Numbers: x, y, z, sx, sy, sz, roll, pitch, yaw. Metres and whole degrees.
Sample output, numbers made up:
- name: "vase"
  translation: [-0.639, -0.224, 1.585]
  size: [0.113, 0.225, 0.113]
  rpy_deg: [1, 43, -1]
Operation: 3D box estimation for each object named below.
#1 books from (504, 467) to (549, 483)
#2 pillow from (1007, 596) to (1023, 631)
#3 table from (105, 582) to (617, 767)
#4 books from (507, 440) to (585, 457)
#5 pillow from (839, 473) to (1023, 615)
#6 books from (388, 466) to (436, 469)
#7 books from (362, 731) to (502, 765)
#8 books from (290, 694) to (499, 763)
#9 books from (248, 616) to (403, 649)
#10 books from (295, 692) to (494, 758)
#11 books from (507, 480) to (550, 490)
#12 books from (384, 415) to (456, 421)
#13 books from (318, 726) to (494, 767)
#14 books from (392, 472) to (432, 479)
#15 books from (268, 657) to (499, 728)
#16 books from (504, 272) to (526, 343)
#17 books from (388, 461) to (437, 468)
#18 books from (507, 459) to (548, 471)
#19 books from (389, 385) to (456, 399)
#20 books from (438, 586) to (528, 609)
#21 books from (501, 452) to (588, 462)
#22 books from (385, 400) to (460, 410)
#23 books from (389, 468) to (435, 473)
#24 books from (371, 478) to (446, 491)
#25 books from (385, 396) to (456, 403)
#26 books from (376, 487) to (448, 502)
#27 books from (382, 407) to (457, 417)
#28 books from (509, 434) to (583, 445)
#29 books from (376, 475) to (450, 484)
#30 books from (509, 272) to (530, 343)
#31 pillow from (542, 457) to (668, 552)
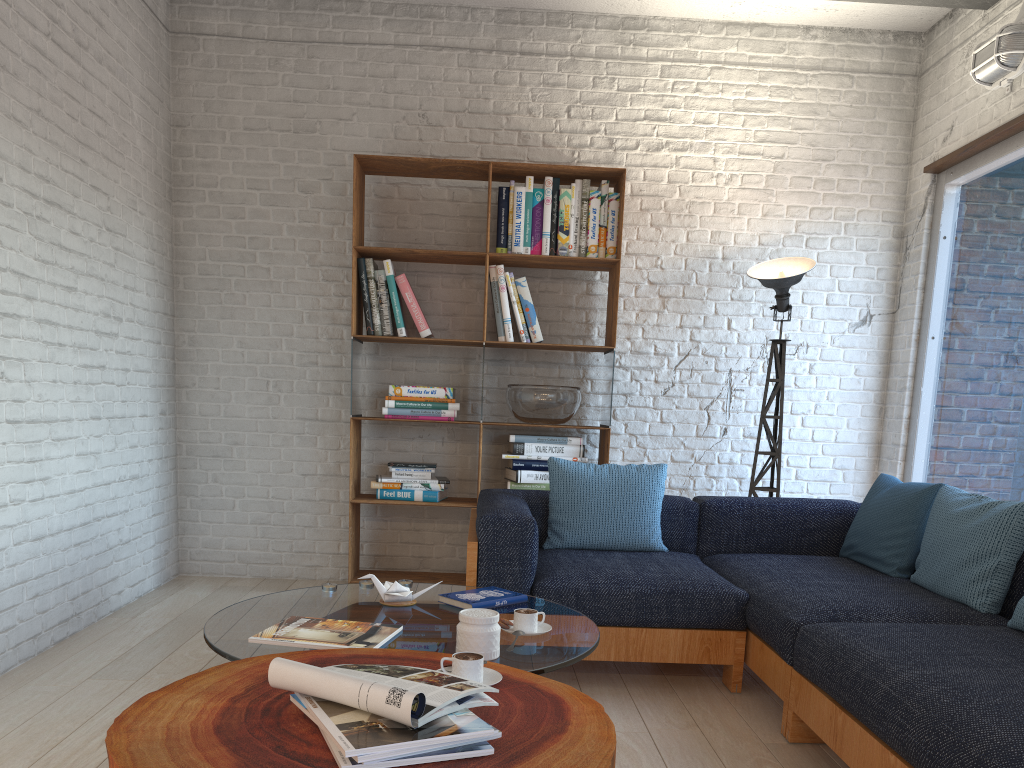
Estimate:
- name: "books"
  translation: [0.173, 0.488, 4.649]
  size: [0.380, 0.065, 0.241]
  rpy_deg: [3, -1, -15]
- name: "pillow"
  translation: [1.624, 0.525, 2.029]
  size: [0.255, 0.422, 1.196]
  rpy_deg: [2, 0, -2]
- name: "table"
  translation: [-0.326, 0.846, 2.100]
  size: [1.076, 0.453, 1.808]
  rpy_deg: [2, -1, 4]
- name: "books"
  translation: [0.176, 0.345, 4.645]
  size: [0.380, 0.065, 0.241]
  rpy_deg: [3, -1, -8]
- name: "pillow"
  translation: [1.595, 0.581, 3.367]
  size: [0.243, 0.403, 1.092]
  rpy_deg: [2, 0, -3]
- name: "books"
  translation: [-0.529, 0.441, 4.648]
  size: [0.242, 0.008, 0.154]
  rpy_deg: [2, -1, -2]
- name: "books"
  translation: [-0.209, 0.591, 1.549]
  size: [0.252, 0.011, 0.314]
  rpy_deg: [3, -2, -33]
- name: "books"
  translation: [-0.215, 0.579, 1.529]
  size: [0.252, 0.011, 0.314]
  rpy_deg: [3, -2, -33]
- name: "books"
  translation: [-0.475, 0.647, 2.258]
  size: [0.318, 0.011, 0.250]
  rpy_deg: [2, -1, 11]
- name: "books"
  translation: [-0.215, 0.568, 1.519]
  size: [0.253, 0.011, 0.314]
  rpy_deg: [3, -2, -28]
- name: "books"
  translation: [0.159, 0.548, 4.673]
  size: [0.362, 0.056, 0.279]
  rpy_deg: [2, -1, 0]
- name: "books"
  translation: [-0.478, 0.177, 4.589]
  size: [0.356, 0.021, 0.268]
  rpy_deg: [2, -1, -2]
- name: "books"
  translation: [-0.207, 0.601, 1.535]
  size: [0.253, 0.011, 0.314]
  rpy_deg: [3, -2, -23]
- name: "books"
  translation: [-0.531, 0.481, 4.654]
  size: [0.206, 0.034, 0.131]
  rpy_deg: [2, -1, -2]
- name: "books"
  translation: [-0.229, 0.556, 1.595]
  size: [0.320, 0.111, 0.271]
  rpy_deg: [2, 0, 31]
- name: "books"
  translation: [0.013, -0.381, 4.521]
  size: [0.125, 0.355, 0.267]
  rpy_deg: [2, 5, -2]
- name: "books"
  translation: [-0.525, 0.428, 4.633]
  size: [0.252, 0.017, 0.160]
  rpy_deg: [2, -1, -2]
- name: "books"
  translation: [0.148, 0.425, 4.627]
  size: [0.327, 0.056, 0.251]
  rpy_deg: [3, -1, -7]
- name: "books"
  translation: [-0.465, 0.044, 4.573]
  size: [0.326, 0.056, 0.251]
  rpy_deg: [2, -1, 0]
- name: "books"
  translation: [-0.090, 0.668, 2.716]
  size: [0.231, 0.023, 0.161]
  rpy_deg: [4, -2, -44]
- name: "books"
  translation: [0.166, 0.387, 4.634]
  size: [0.444, 0.021, 0.268]
  rpy_deg: [2, -1, -2]
- name: "books"
  translation: [-0.473, 0.111, 4.566]
  size: [0.380, 0.037, 0.241]
  rpy_deg: [3, -1, -8]
- name: "books"
  translation: [-0.536, 0.455, 4.657]
  size: [0.236, 0.019, 0.168]
  rpy_deg: [3, -1, -9]
- name: "books"
  translation: [-0.547, 0.534, 4.649]
  size: [0.380, 0.037, 0.241]
  rpy_deg: [2, -1, -2]
- name: "books"
  translation: [-0.475, 0.082, 4.581]
  size: [0.356, 0.021, 0.268]
  rpy_deg: [3, -1, -4]
- name: "books"
  translation: [-0.528, 0.582, 4.648]
  size: [0.326, 0.056, 0.252]
  rpy_deg: [2, -1, 8]
- name: "books"
  translation: [-0.486, 0.148, 4.578]
  size: [0.380, 0.037, 0.241]
  rpy_deg: [3, -1, -7]
- name: "books"
  translation: [0.174, 0.293, 4.632]
  size: [0.380, 0.037, 0.241]
  rpy_deg: [2, -1, -2]
- name: "books"
  translation: [-0.530, 0.507, 4.635]
  size: [0.380, 0.018, 0.241]
  rpy_deg: [3, -1, -9]
- name: "books"
  translation: [0.034, -0.380, 4.531]
  size: [0.125, 0.355, 0.267]
  rpy_deg: [2, 5, -2]
- name: "pillow"
  translation: [0.415, 0.533, 3.825]
  size: [0.555, 0.417, 0.219]
  rpy_deg: [2, 7, -3]
